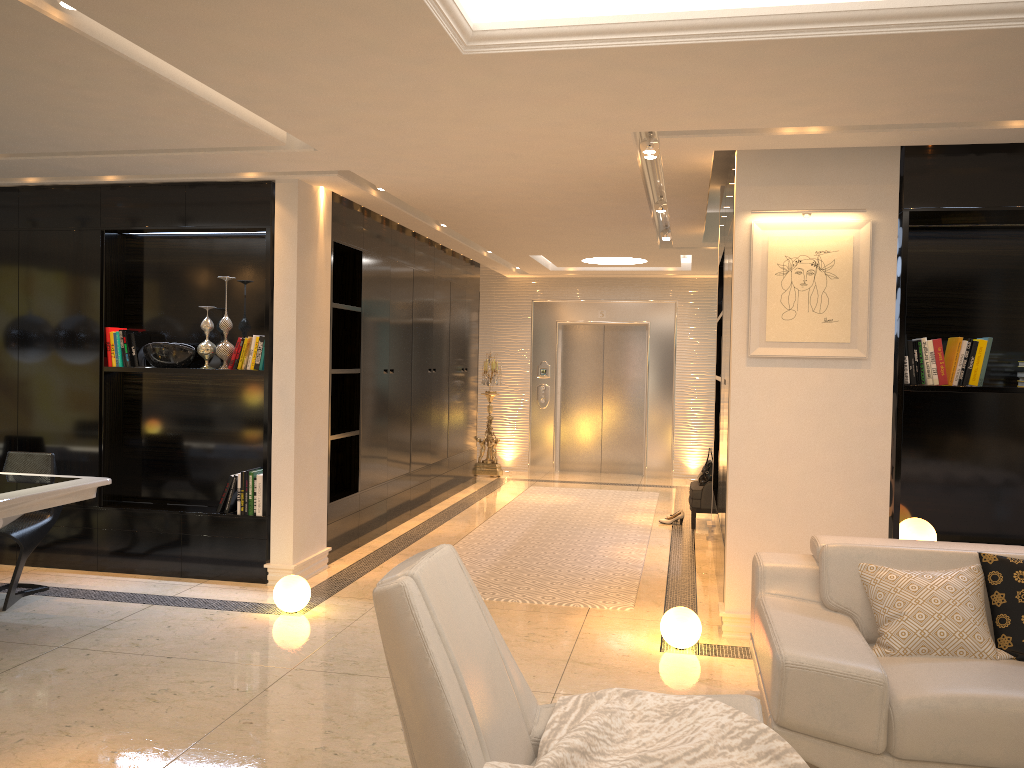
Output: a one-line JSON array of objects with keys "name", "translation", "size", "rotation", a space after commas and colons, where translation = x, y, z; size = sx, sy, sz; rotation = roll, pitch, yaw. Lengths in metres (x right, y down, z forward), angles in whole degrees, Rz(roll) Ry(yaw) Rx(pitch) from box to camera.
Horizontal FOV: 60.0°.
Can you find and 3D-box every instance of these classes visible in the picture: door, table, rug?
[{"name": "door", "translation": [-1.981, -5.615, 2.747], "size": [83.408, 24.296, 83.408], "rotation": [2, 2, 33]}, {"name": "table", "translation": [-3.931, 0.902, 4.840], "size": [3.031, 0.759, 1.293], "rotation": [1, 1, 11]}, {"name": "rug", "translation": [0.474, 1.289, 7.942], "size": [1.526, 0.015, 5.025], "rotation": [1, 1, 11]}]

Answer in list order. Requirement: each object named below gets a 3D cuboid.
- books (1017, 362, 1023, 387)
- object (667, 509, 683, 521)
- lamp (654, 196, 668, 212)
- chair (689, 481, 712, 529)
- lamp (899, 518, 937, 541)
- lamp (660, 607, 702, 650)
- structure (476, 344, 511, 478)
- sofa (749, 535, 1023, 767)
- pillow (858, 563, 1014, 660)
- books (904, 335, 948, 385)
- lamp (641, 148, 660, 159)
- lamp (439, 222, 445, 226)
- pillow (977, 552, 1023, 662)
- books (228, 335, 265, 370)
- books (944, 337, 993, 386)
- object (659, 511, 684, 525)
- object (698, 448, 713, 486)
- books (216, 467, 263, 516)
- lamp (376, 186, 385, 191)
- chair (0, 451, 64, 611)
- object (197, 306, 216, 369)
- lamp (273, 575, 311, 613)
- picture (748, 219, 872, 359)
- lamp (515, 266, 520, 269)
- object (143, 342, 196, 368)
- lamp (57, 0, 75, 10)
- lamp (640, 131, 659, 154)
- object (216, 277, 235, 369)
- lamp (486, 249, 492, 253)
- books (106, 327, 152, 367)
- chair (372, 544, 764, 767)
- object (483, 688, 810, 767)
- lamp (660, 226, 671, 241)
[{"name": "books", "translation": [2.889, -0.080, 4.732], "size": [0.296, 0.197, 0.260], "rotation": [2, 1, 14]}, {"name": "object", "translation": [1.562, 1.239, 8.448], "size": [0.084, 0.135, 0.235], "rotation": [0, 2, -31]}, {"name": "lamp", "translation": [1.151, -1.390, 6.844], "size": [0.107, 0.127, 0.107], "rotation": [1, 1, -8]}, {"name": "chair", "translation": [2.006, 0.869, 8.255], "size": [0.702, 0.898, 0.625], "rotation": [1, 1, 13]}, {"name": "lamp", "translation": [2.253, 0.854, 4.950], "size": [0.212, 0.214, 0.213], "rotation": [0, 2, -39]}, {"name": "lamp", "translation": [0.886, 1.278, 4.654], "size": [0.212, 0.214, 0.213], "rotation": [0, 2, -39]}, {"name": "structure", "translation": [-0.143, 0.344, 11.591], "size": [0.382, 1.715, 0.811], "rotation": [2, 2, 35]}, {"name": "sofa", "translation": [2.123, 1.067, 3.309], "size": [2.328, 0.754, 1.145], "rotation": [1, 1, 11]}, {"name": "pillow", "translation": [1.624, 0.882, 3.441], "size": [0.521, 0.329, 0.351], "rotation": [1, 1, 11]}, {"name": "books", "translation": [2.222, -0.130, 4.835], "size": [0.240, 0.270, 0.208], "rotation": [1, 1, 11]}, {"name": "lamp", "translation": [0.794, -1.353, 5.079], "size": [0.107, 0.127, 0.107], "rotation": [1, 1, -8]}, {"name": "lamp", "translation": [-0.586, -1.448, 7.777], "size": [0.107, 0.127, 0.107], "rotation": [1, 1, -8]}, {"name": "pillow", "translation": [2.076, 0.859, 3.361], "size": [0.524, 0.355, 0.323], "rotation": [1, 1, 12]}, {"name": "books", "translation": [-1.721, -0.211, 5.906], "size": [0.290, 0.238, 0.189], "rotation": [1, 1, 10]}, {"name": "books", "translation": [2.450, -0.120, 4.794], "size": [0.210, 0.261, 0.212], "rotation": [1, 1, 11]}, {"name": "object", "translation": [1.487, 1.242, 8.269], "size": [0.235, 0.135, 0.084], "rotation": [2, 1, 13]}, {"name": "object", "translation": [1.828, 0.766, 8.301], "size": [0.168, 0.345, 0.366], "rotation": [1, 1, 10]}, {"name": "books", "translation": [-1.771, 0.710, 5.922], "size": [0.345, 0.296, 0.222], "rotation": [1, 1, 11]}, {"name": "lamp", "translation": [-0.899, -1.415, 6.186], "size": [0.107, 0.127, 0.107], "rotation": [1, 1, -8]}, {"name": "chair", "translation": [-3.067, 0.859, 5.340], "size": [0.523, 0.858, 0.496], "rotation": [1, 1, 11]}, {"name": "object", "translation": [-2.055, -0.311, 5.980], "size": [0.121, 0.416, 0.121], "rotation": [1, 1, 6]}, {"name": "lamp", "translation": [-1.282, 1.221, 5.167], "size": [0.212, 0.214, 0.213], "rotation": [0, 2, -39]}, {"name": "picture", "translation": [1.582, -0.506, 4.722], "size": [0.610, 0.729, 0.027], "rotation": [1, 1, 11]}, {"name": "lamp", "translation": [0.089, -1.520, 11.181], "size": [0.107, 0.127, 0.107], "rotation": [1, 1, -8]}, {"name": "object", "translation": [-2.323, -0.192, 6.009], "size": [0.375, 0.177, 0.193], "rotation": [1, 1, 12]}, {"name": "lamp", "translation": [-1.504, -1.349, 3.031], "size": [0.107, 0.127, 0.107], "rotation": [1, 1, -8]}, {"name": "lamp", "translation": [0.769, -1.350, 4.953], "size": [0.107, 0.127, 0.107], "rotation": [1, 1, -8]}, {"name": "object", "translation": [-1.909, -0.404, 5.922], "size": [0.121, 0.612, 0.121], "rotation": [1, 1, 6]}, {"name": "lamp", "translation": [-0.226, -1.486, 9.591], "size": [0.107, 0.127, 0.107], "rotation": [2, 2, 30]}, {"name": "books", "translation": [-2.624, -0.249, 6.085], "size": [0.236, 0.270, 0.210], "rotation": [1, 1, 11]}, {"name": "chair", "translation": [0.171, 0.936, 2.170], "size": [0.983, 0.991, 1.027], "rotation": [1, 1, 10]}, {"name": "object", "translation": [0.180, 1.140, 1.962], "size": [1.347, 0.580, 0.972], "rotation": [0, 2, -42]}, {"name": "lamp", "translation": [1.452, -1.421, 8.346], "size": [0.107, 0.127, 0.235], "rotation": [1, 1, 11]}]
